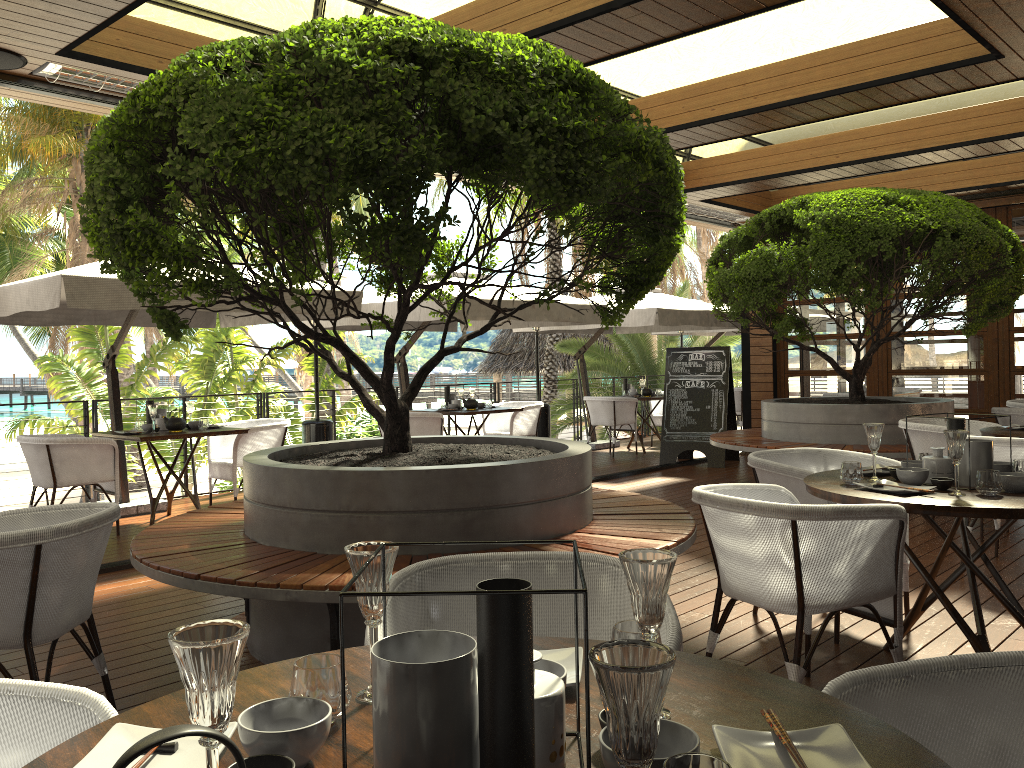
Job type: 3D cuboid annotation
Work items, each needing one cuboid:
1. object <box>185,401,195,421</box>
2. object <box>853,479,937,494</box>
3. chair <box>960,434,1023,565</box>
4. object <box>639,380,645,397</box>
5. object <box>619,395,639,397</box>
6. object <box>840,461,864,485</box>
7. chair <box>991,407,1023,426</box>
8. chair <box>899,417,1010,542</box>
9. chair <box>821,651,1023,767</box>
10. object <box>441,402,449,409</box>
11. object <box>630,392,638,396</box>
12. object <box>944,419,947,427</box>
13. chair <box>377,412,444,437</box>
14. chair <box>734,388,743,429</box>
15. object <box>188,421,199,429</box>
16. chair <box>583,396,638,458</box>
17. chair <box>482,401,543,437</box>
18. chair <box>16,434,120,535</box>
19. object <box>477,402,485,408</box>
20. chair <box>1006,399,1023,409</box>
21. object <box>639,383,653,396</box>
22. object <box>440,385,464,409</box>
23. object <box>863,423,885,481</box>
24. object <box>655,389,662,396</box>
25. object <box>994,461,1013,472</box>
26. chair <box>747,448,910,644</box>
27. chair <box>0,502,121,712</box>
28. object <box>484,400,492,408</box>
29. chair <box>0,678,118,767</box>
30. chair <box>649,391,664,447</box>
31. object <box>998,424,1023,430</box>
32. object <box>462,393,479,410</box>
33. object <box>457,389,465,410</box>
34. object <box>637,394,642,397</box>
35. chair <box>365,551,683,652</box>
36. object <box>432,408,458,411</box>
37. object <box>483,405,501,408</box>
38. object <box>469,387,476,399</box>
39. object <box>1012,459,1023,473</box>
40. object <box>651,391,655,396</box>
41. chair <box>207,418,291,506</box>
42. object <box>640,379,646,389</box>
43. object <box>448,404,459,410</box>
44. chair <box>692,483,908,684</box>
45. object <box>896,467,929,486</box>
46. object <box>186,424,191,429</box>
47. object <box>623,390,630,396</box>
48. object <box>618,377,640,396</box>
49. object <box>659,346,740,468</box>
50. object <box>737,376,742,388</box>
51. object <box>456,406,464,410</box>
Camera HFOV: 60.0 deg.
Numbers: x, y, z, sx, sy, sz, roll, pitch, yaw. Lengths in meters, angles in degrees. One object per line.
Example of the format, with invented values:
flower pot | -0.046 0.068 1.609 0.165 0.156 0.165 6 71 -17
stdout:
object | -2.736 0.260 7.545 0.082 0.227 0.082 -1 1 44
object | 1.420 0.383 3.248 0.170 0.025 0.294 -2 2 -25
chair | 2.892 0.677 5.072 0.617 0.788 0.627 -2 1 -41
object | 1.753 0.060 11.948 0.082 0.227 0.082 -1 1 44
object | 1.592 0.168 11.945 0.294 0.025 0.170 0 2 43
object | 1.325 0.349 3.461 0.086 0.086 0.086 -1 1 21
chair | 4.418 0.588 7.444 0.617 0.788 0.627 -1 1 -16
chair | 3.086 0.644 6.236 0.627 0.788 0.616 -2 1 -41
chair | 0.753 0.816 1.127 0.617 0.788 0.627 -1 1 -1
object | -0.728 0.240 9.672 0.086 0.086 0.086 -2 1 -42
object | 1.663 0.143 12.093 0.116 0.065 0.116 -2 2 -43
object | 1.842 0.259 3.684 0.082 0.227 0.082 -1 1 -36
chair | -1.079 0.659 9.149 0.627 0.788 0.617 0 1 44
chair | 3.570 0.441 14.171 0.627 0.788 0.617 0 1 44
object | -2.643 0.345 7.401 0.116 0.065 0.116 0 2 41
chair | 1.291 0.548 11.709 0.627 0.788 0.617 0 1 44
chair | 0.034 0.608 10.315 0.627 0.788 0.617 0 1 44
chair | -3.360 0.766 6.686 0.627 0.788 0.617 0 1 44
object | -0.354 0.238 9.874 0.116 0.065 0.116 0 2 41
chair | 5.086 0.550 8.416 0.627 0.788 0.617 -1 1 -16
object | 1.849 0.080 12.161 0.168 0.179 0.163 0 1 41
object | -0.667 0.145 9.884 0.263 0.264 0.263 -1 1 -2
object | 1.443 0.271 3.533 0.082 0.227 0.082 -1 0 -29
object | 2.034 0.119 12.290 0.086 0.086 0.086 -2 1 -42
object | 1.937 0.345 3.521 0.116 0.065 0.116 -2 1 -26
chair | 1.479 0.726 4.217 0.627 0.788 0.617 -2 1 -26
chair | -1.642 0.822 2.925 0.617 0.788 0.627 -1 1 -1
object | -0.262 0.227 9.811 0.086 0.086 0.086 -2 1 -42
chair | -0.871 0.850 1.119 0.617 0.788 0.627 -1 1 -1
chair | 2.364 0.499 12.832 0.627 0.788 0.617 0 1 44
object | 3.290 0.283 5.771 0.295 0.025 0.170 -2 2 -38
object | -0.446 0.187 9.678 0.163 0.179 0.168 0 1 45
object | -0.543 0.168 9.468 0.082 0.227 0.082 -1 0 32
object | 1.736 0.154 12.027 0.080 0.042 0.080 0 1 34
chair | 0.025 0.813 1.885 0.627 0.788 0.617 -1 1 -1
object | -0.704 0.275 9.466 0.294 0.025 0.170 0 2 43
object | -0.282 0.253 10.022 0.294 0.025 0.170 0 2 43
object | -0.447 0.152 10.017 0.082 0.227 0.082 -1 1 44
object | 1.968 0.337 3.411 0.086 0.086 0.086 -1 1 21
object | 1.941 0.131 12.353 0.116 0.065 0.116 -2 2 -43
chair | -2.287 0.716 7.808 0.627 0.788 0.617 0 1 44
object | 1.848 0.045 12.497 0.082 0.227 0.082 -1 1 44
object | -0.633 0.250 9.613 0.116 0.065 0.116 0 2 41
chair | 0.990 0.762 3.143 0.617 0.788 0.627 -2 1 -26
object | 1.527 0.357 3.380 0.116 0.065 0.116 -2 1 -26
object | -2.717 0.357 7.468 0.080 0.042 0.080 -1 1 4
object | 1.568 0.132 12.152 0.086 0.086 0.086 -2 1 -42
object | 1.629 0.038 12.364 0.263 0.264 0.263 -1 1 -2
object | 2.236 0.253 10.599 0.768 1.397 0.772 -1 1 27
object | 3.946 -0.070 14.867 0.263 0.264 0.263 -1 1 -2
object | -0.560 0.262 9.547 0.080 0.042 0.080 -1 1 4
